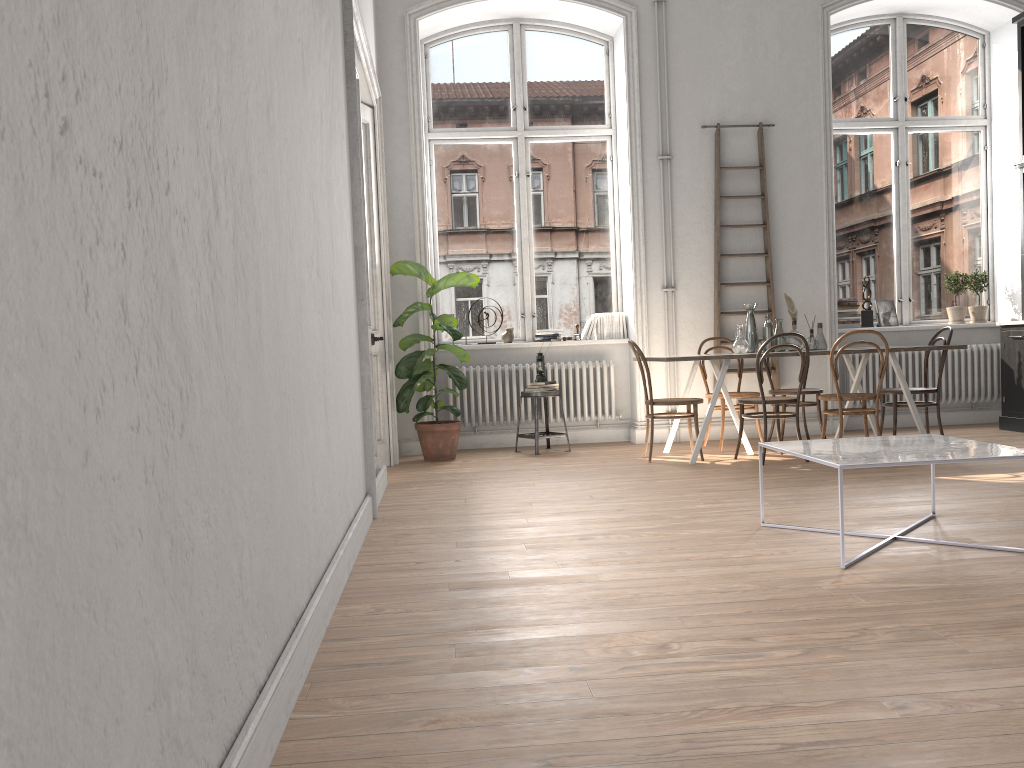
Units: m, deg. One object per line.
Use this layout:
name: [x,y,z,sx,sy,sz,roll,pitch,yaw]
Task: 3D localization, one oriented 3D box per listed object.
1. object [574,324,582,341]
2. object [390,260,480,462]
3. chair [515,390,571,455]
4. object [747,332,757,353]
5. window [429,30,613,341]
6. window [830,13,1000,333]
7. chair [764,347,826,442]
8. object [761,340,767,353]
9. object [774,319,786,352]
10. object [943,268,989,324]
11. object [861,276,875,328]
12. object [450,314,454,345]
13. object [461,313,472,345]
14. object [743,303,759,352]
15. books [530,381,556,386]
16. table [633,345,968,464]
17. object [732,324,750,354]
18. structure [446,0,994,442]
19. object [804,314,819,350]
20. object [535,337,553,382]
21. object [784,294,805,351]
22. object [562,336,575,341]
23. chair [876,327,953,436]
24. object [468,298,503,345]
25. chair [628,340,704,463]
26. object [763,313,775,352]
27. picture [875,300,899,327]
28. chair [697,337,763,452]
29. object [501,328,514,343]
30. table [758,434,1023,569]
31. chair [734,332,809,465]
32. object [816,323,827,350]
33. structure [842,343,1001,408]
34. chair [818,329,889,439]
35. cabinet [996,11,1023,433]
object: [0.602,-0.474,8.122,0.048,0.153,0.088,-4,3,-34]
object: [1.908,-0.398,7.235,5.827,1.843,0.791,-2,2,1]
chair: [0.254,0.318,7.593,0.364,0.523,0.360,-4,3,-31]
object: [1.847,-0.319,6.846,0.083,0.158,0.083,-3,2,-9]
window: [0.099,-1.853,8.256,1.622,2.844,0.013,-3,3,-4]
window: [9.593,-6.734,11.809,14.384,15.941,26.389,-3,2,-4]
chair: [2.366,0.038,7.448,0.438,0.921,0.549,-2,2,3]
object: [1.916,-0.287,6.758,0.058,0.094,0.058,-1,3,24]
object: [2.091,-0.381,6.937,0.098,0.255,0.100,-4,3,-28]
object: [4.335,-0.838,8.464,0.500,0.524,0.234,-3,3,-15]
object: [3.355,-0.776,8.386,0.122,0.488,0.102,-1,3,20]
object: [-0.543,-0.494,8.108,0.095,0.289,0.095,-1,3,27]
object: [-0.421,-0.497,8.060,0.095,0.289,0.095,-2,3,18]
object: [1.874,-0.437,6.957,0.116,0.383,0.116,-2,3,7]
books: [0.268,-0.007,7.618,0.147,0.027,0.221,-1,2,28]
table: [2.148,0.138,6.846,2.200,0.780,1.100,-3,2,-4]
object: [1.728,-0.340,6.708,0.132,0.219,0.132,-3,3,-15]
structure: [1.918,-1.743,7.995,5.181,4.475,0.340,-3,3,-4]
object: [2.323,-0.402,6.872,0.107,0.284,0.106,-3,3,-9]
object: [0.268,-0.212,7.639,0.163,0.383,0.154,-4,3,-31]
object: [2.157,-0.474,6.777,0.157,0.446,0.157,-2,3,14]
object: [0.514,-0.421,8.174,0.088,0.048,0.153,-1,3,35]
chair: [3.118,0.028,6.873,0.549,0.921,0.437,-2,2,8]
object: [-0.237,-0.574,8.091,0.347,0.425,0.087,-1,3,28]
chair: [1.175,0.113,6.745,0.549,0.921,0.437,-2,2,4]
object: [1.983,-0.397,6.855,0.086,0.301,0.086,-3,3,-19]
picture: [3.544,-0.667,8.447,0.221,0.264,0.149,-3,3,-21]
chair: [1.801,0.066,7.325,0.438,0.921,0.549,-3,2,-6]
object: [-0.038,-0.442,8.109,0.100,0.142,0.102,-4,3,-30]
table: [1.617,0.464,3.767,0.849,0.392,0.849,-3,2,-4]
chair: [1.869,0.097,6.388,0.438,0.921,0.549,-3,2,-9]
object: [2.418,-0.374,6.956,0.101,0.212,0.101,-1,3,35]
structure: [3.822,-0.075,8.290,1.577,0.552,0.194,-3,3,-4]
chair: [2.454,0.073,6.398,0.438,0.921,0.549,-2,2,7]
cabinet: [4.658,-1.345,6.177,0.635,3.584,3.249,-3,2,-4]
